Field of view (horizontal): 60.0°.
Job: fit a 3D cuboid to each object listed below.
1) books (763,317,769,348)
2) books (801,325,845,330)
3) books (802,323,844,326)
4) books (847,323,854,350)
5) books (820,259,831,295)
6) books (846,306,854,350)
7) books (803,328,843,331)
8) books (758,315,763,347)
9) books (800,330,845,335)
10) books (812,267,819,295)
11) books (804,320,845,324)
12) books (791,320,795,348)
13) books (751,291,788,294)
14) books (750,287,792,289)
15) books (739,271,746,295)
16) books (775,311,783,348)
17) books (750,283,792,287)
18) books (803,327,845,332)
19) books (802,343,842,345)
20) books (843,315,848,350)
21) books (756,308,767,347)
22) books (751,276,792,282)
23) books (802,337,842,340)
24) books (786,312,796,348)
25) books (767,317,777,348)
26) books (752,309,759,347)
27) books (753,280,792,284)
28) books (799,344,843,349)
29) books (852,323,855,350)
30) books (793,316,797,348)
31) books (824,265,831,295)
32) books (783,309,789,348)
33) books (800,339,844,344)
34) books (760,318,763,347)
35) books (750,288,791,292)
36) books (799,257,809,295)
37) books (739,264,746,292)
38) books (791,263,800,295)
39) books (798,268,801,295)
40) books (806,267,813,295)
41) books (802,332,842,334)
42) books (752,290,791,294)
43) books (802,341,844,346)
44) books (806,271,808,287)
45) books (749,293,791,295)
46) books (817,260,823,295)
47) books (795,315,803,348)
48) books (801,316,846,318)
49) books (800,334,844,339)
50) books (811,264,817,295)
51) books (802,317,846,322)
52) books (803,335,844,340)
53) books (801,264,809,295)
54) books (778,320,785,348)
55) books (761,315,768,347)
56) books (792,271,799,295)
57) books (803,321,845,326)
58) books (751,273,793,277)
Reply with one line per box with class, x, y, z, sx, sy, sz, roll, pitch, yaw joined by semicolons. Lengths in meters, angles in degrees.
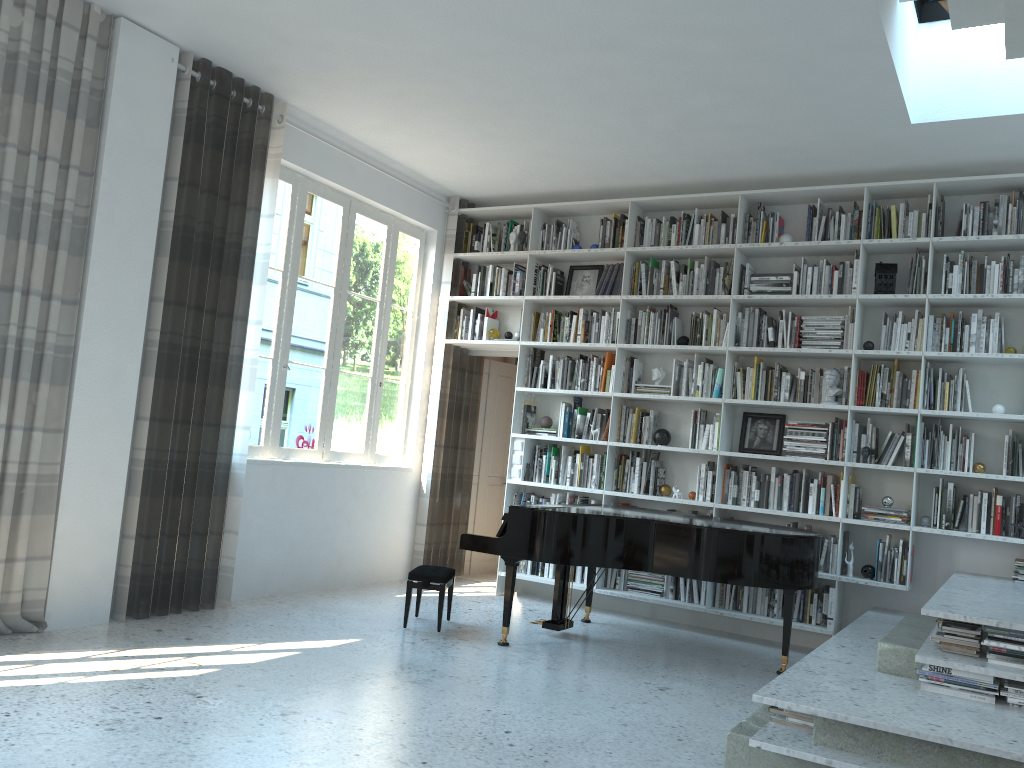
books;1.819;-0.348;6.307;0.011;0.239;0.147;3;-4;30
books;2.158;-0.386;6.126;0.285;0.012;0.159;3;-5;29
books;2.155;-0.399;6.119;0.254;0.012;0.161;3;-5;35
books;2.313;-0.301;6.023;0.029;0.198;0.172;3;-4;30
books;2.174;-0.710;6.142;0.023;0.269;0.185;3;-4;30
books;2.302;-0.361;6.040;0.012;0.318;0.140;3;-4;30
books;2.154;-0.362;6.121;0.254;0.012;0.161;3;-5;27
books;1.788;-0.356;6.329;0.011;0.251;0.153;3;-4;30
books;2.152;-0.350;6.120;0.285;0.012;0.159;3;-5;33
books;2.125;-0.688;6.169;0.028;0.219;0.183;3;-4;30
books;2.163;-0.424;6.130;0.254;0.012;0.161;3;-5;30
books;1.986;-0.327;6.214;0.024;0.216;0.132;3;-4;30
books;1.855;-0.635;6.320;0.254;0.012;0.161;3;-5;35
books;1.861;-0.670;6.328;0.285;0.012;0.159;3;-5;28
books;1.685;-0.703;6.414;0.027;0.201;0.168;3;-4;30
books;1.897;-0.366;6.273;0.022;0.285;0.131;3;-4;30
books;1.861;-0.689;6.322;0.285;0.024;0.159;3;-5;35
books;2.156;-0.374;6.123;0.254;0.012;0.161;3;-5;32
books;2.148;-0.265;6.120;0.254;0.012;0.161;3;-5;30
books;2.281;-0.331;6.030;0.012;0.254;0.161;3;-4;30
books;1.779;-0.381;6.334;0.011;0.300;0.179;3;-4;30
books;1.869;-0.737;6.331;0.285;0.024;0.159;3;-5;32
books;2.149;-0.302;6.119;0.254;0.012;0.161;3;-5;32
books;1.961;-0.356;6.214;0.021;0.269;0.192;3;-4;30
books;1.850;-0.346;6.282;0.066;0.236;0.154;3;-4;30
books;1.766;-0.378;6.350;0.029;0.295;0.151;3;-4;30
books;1.865;-0.713;6.326;0.254;0.025;0.161;3;-5;26
books;2.146;-0.253;6.118;0.285;0.012;0.159;3;-5;31
books;2.342;-0.302;6.013;0.030;0.205;0.158;3;-4;30
books;2.000;-0.342;6.198;0.015;0.244;0.183;3;-4;30
books;2.188;-0.687;6.122;0.023;0.222;0.191;3;-4;30
books;1.939;-0.367;6.244;0.049;0.291;0.162;3;-4;30
books;2.147;-0.290;6.116;0.285;0.012;0.159;3;-5;27
books;1.798;-0.346;6.323;0.014;0.233;0.147;3;-4;30
books;1.859;-0.659;6.325;0.285;0.012;0.159;3;-5;27
books;2.042;-0.726;6.202;0.011;0.284;0.190;3;-4;30
books;1.681;-0.728;6.443;0.012;0.254;0.161;3;-4;30
books;1.997;-0.712;6.245;0.012;0.254;0.161;3;-4;30
books;2.045;-0.692;6.244;0.024;0.223;0.128;3;-4;30
books;2.090;-0.689;6.186;0.027;0.216;0.190;3;-4;30
books;2.153;-0.338;6.123;0.254;0.012;0.161;3;-5;31
books;1.858;-0.647;6.324;0.254;0.012;0.161;3;-5;27
books;2.148;-0.278;6.119;0.254;0.012;0.161;3;-5;29
books;2.080;-0.682;6.207;0.011;0.204;0.133;3;-4;30
books;1.855;-0.623;6.323;0.285;0.012;0.159;3;-5;33
books;2.163;-0.711;6.173;0.029;0.273;0.140;3;-4;30
books;2.006;-0.343;6.180;0.013;0.246;0.177;3;-4;30
books;2.163;-0.448;6.128;0.285;0.012;0.159;3;-5;32
books;2.152;-0.326;6.122;0.285;0.012;0.159;3;-5;31
books;2.114;-0.700;6.188;0.012;0.244;0.131;3;-4;30
books;2.158;-0.437;6.121;0.285;0.012;0.159;4;-5;25
books;2.150;-0.314;6.119;0.254;0.012;0.161;3;-5;28
books;2.062;-0.700;6.206;0.021;0.237;0.171;3;-4;30
books;1.910;-0.332;6.253;0.024;0.216;0.148;3;-4;30
books;1.808;-0.354;6.313;0.014;0.250;0.173;3;-4;30
books;2.007;-0.679;6.230;0.025;0.187;0.193;3;-4;30
books;2.159;-0.412;6.126;0.254;0.012;0.161;3;-5;32
books;1.874;-0.760;6.337;0.285;0.024;0.159;3;-5;30
